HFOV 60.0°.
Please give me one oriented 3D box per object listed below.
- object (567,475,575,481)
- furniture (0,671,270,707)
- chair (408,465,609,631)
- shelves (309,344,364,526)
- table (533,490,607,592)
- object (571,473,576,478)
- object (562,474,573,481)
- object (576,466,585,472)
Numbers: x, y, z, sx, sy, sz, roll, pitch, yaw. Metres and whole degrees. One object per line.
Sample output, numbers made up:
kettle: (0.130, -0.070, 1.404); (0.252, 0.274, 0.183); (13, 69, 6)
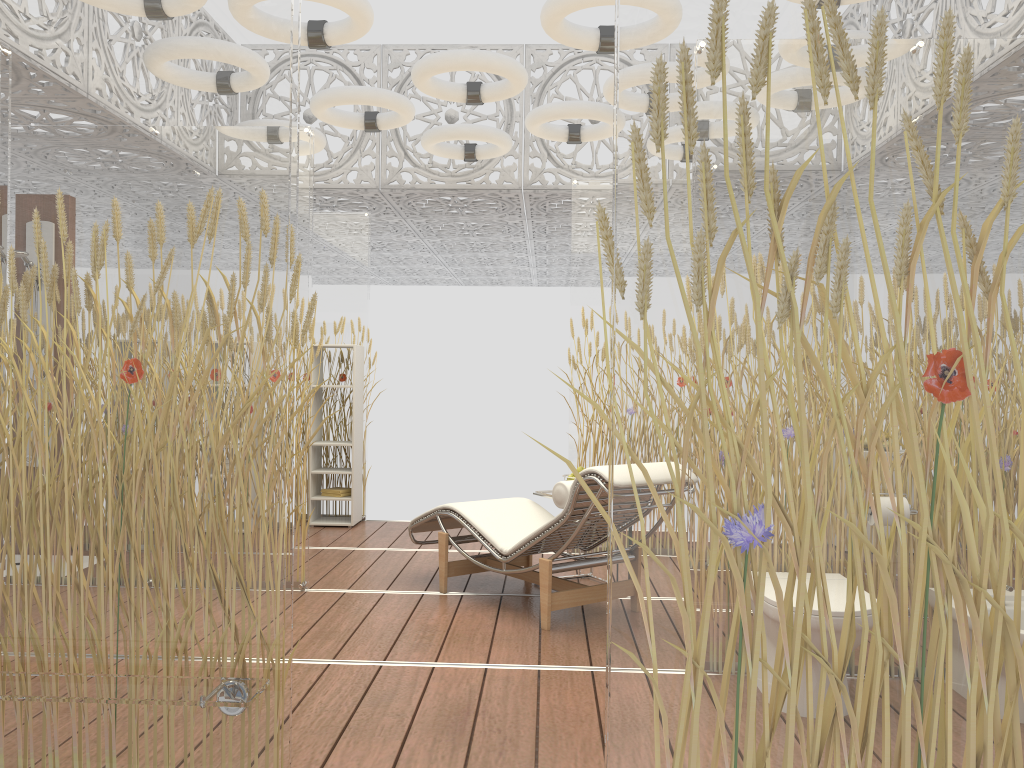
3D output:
object: (0.338, 0.544, 5.067); (0.047, 0.048, 0.047); (1, 0, -35)
furniture: (-1.139, 0.791, 2.312); (0.977, 0.014, 0.178); (1, 0, 2)
chair: (0.132, 0.778, 4.829); (0.635, 0.811, 1.787); (1, 0, -38)
shelves: (-1.442, 0.410, 7.301); (0.366, 1.460, 0.344); (1, 0, 2)
table: (0.404, 0.906, 5.170); (0.420, 0.535, 0.420); (1, 0, -28)
object: (0.357, 0.532, 5.105); (0.044, 0.043, 0.040); (1, 0, 17)
object: (0.390, 0.581, 5.103); (0.206, 0.105, 0.206); (1, 0, -43)
object: (0.397, 0.502, 5.110); (0.055, 0.056, 0.055); (1, 0, 2)
